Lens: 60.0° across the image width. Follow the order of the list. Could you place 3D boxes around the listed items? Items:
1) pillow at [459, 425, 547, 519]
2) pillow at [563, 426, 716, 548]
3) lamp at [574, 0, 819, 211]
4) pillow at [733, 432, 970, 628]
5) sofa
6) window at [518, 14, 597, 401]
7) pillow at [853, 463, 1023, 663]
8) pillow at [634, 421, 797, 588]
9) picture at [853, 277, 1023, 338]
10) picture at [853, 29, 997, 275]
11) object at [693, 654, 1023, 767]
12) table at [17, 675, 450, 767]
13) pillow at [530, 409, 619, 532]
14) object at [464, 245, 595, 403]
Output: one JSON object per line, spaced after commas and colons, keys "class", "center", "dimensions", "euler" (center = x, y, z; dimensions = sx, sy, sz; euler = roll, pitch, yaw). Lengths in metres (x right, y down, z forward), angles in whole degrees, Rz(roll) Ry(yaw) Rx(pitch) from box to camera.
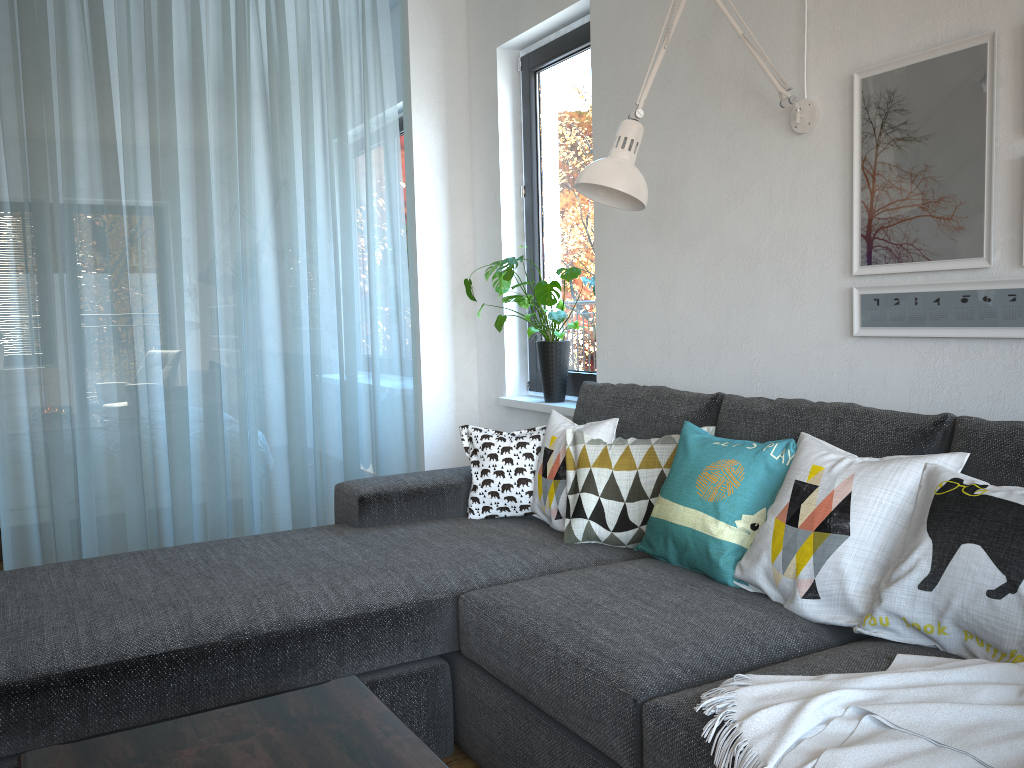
{"class": "pillow", "center": [-0.007, 0.283, 2.803], "dimensions": [0.334, 0.320, 0.160], "euler": [-1, 5, 6]}
{"class": "pillow", "center": [0.360, 0.290, 2.489], "dimensions": [0.454, 0.363, 0.242], "euler": [1, 6, 27]}
{"class": "lamp", "center": [0.492, -0.812, 2.430], "dimensions": [0.698, 0.670, 0.200], "euler": [-3, 6, -20]}
{"class": "pillow", "center": [0.692, 0.318, 1.897], "dimensions": [0.285, 0.369, 0.436], "euler": [-4, 6, -30]}
{"class": "sofa", "center": [0.039, 0.518, 1.767], "dimensions": [2.162, 0.849, 2.506], "euler": [-4, 5, -30]}
{"class": "window", "center": [8.769, 0.372, 14.851], "dimensions": [24.366, 18.396, 13.962], "euler": [-4, 5, -23]}
{"class": "pillow", "center": [0.857, 0.333, 1.596], "dimensions": [0.265, 0.318, 0.382], "euler": [-4, 6, -30]}
{"class": "pillow", "center": [0.514, 0.284, 2.198], "dimensions": [0.272, 0.341, 0.414], "euler": [-5, 6, -30]}
{"class": "picture", "center": [1.137, -0.175, 2.040], "dimensions": [0.021, 0.136, 0.836], "euler": [-5, 5, -30]}
{"class": "picture", "center": [1.011, -0.548, 2.201], "dimensions": [0.013, 0.535, 0.389], "euler": [-5, 6, -30]}
{"class": "object", "center": [0.567, 0.549, 1.357], "dimensions": [0.605, 0.212, 0.488], "euler": [-5, 6, -33]}
{"class": "table", "center": [-0.237, 0.793, 1.040], "dimensions": [0.570, 0.409, 1.178], "euler": [-4, 5, -30]}
{"class": "pillow", "center": [0.179, 0.262, 2.655], "dimensions": [0.173, 0.344, 0.359], "euler": [-5, 6, -30]}
{"class": "object", "center": [0.082, -0.250, 3.714], "dimensions": [0.447, 0.676, 0.657], "euler": [-6, 6, -39]}
